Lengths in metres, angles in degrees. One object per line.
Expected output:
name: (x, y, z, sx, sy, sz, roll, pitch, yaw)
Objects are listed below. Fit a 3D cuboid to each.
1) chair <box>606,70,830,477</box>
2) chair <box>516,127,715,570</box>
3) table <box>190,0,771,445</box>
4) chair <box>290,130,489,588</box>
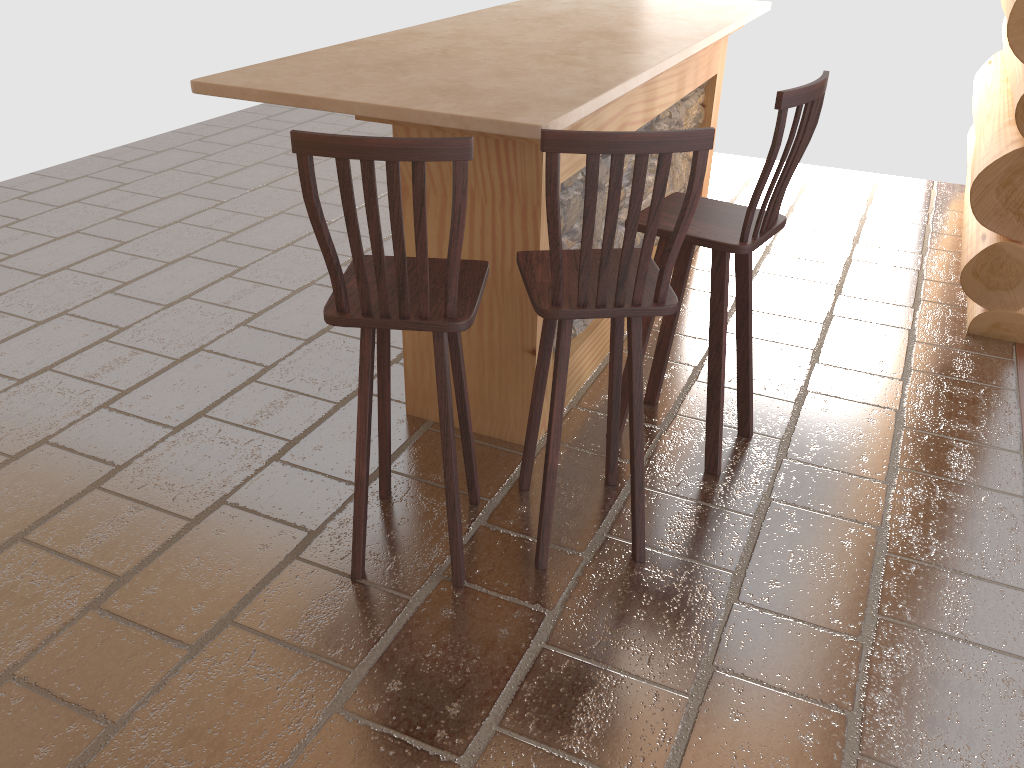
chair: (0.667, -0.372, 3.009, 0.504, 1.319, 0.406, 20, 34, 29)
chair: (0.231, -0.117, 2.545, 0.406, 1.319, 0.504, -3, 30, -7)
table: (0.203, -0.970, 4.109, 1.196, 1.257, 3.220, 14, 32, 21)
chair: (-0.283, -0.081, 2.463, 0.406, 1.319, 0.504, 3, 30, 4)
